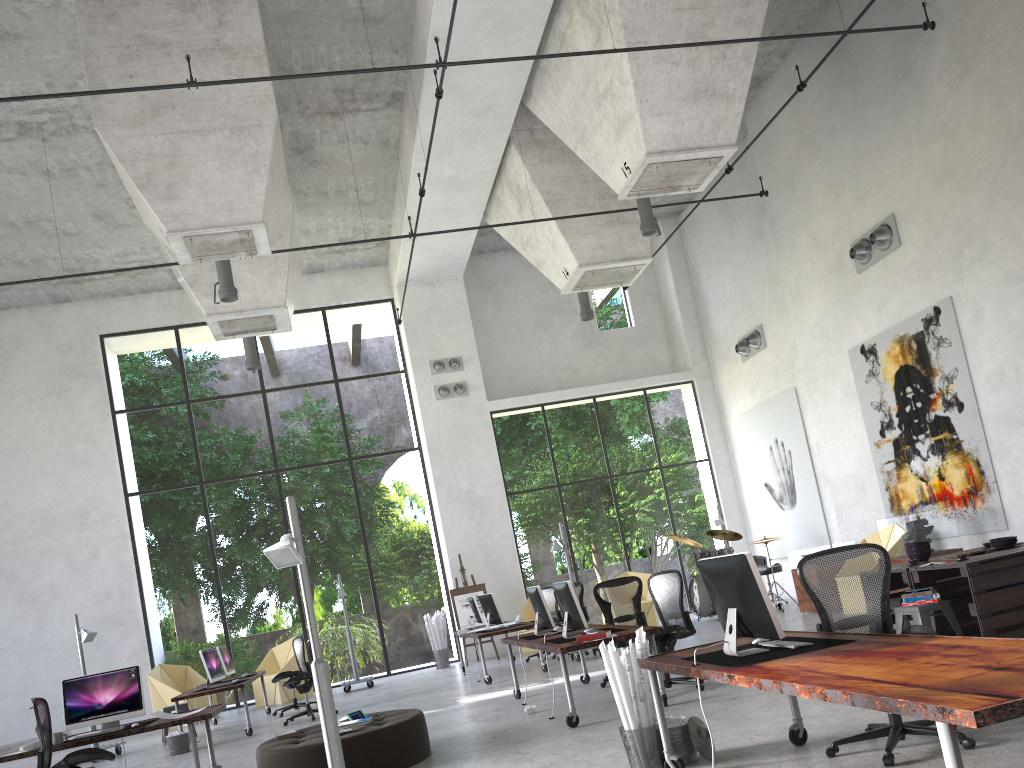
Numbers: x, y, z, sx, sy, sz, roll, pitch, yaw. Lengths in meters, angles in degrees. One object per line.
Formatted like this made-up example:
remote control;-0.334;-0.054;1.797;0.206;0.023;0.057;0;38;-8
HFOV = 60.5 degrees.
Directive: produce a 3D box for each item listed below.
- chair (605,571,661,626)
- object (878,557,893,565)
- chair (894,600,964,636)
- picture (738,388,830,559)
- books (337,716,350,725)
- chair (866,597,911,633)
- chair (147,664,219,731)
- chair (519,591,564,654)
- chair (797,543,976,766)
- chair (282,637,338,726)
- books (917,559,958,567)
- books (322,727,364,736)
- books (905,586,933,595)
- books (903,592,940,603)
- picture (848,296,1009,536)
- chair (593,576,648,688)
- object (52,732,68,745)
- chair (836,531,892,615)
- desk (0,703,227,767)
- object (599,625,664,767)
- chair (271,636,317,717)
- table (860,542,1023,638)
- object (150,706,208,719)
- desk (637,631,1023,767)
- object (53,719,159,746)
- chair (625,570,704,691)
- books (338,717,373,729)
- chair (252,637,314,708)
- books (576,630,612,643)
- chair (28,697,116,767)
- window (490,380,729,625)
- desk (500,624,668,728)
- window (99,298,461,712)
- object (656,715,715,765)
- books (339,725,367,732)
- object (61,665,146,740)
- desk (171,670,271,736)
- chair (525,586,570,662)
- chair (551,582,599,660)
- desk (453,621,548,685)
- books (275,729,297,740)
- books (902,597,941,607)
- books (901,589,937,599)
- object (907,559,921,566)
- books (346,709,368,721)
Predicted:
chair;2.325;4.186;16.895;0.983;1.153;0.947;-12;-8;7
object;3.669;1.761;8.634;0.100;0.108;0.133;-8;-10;-21
chair;3.611;2.152;7.632;0.434;0.482;0.430;-9;-9;-17
picture;5.195;1.821;16.912;0.020;2.975;2.389;-10;-8;-13
books;-1.543;3.103;8.106;0.201;0.034;0.285;-19;-15;33
chair;3.639;2.337;8.466;0.425;0.482;0.439;-15;-9;22
chair;-5.997;5.598;15.937;0.946;1.153;0.984;-15;-9;23
chair;0.645;4.563;17.103;0.998;1.153;0.932;-17;-10;36
chair;2.154;1.509;5.101;0.765;1.168;0.811;-8;-8;-23
chair;-3.012;4.257;12.698;0.787;1.168;0.789;-8;-8;-23
books;3.862;1.620;7.998;0.222;0.030;0.311;1;-17;-43
books;-1.429;2.941;7.435;0.300;0.031;0.224;-12;-13;3
books;3.557;1.805;7.676;0.208;0.025;0.144;-19;-15;33
books;3.568;1.864;7.669;0.287;0.033;0.199;-15;-13;19
picture;5.634;0.645;12.140;0.020;2.975;2.407;-10;-8;-13
chair;1.236;2.848;10.173;0.765;1.168;0.811;-7;-9;-28
object;-4.094;3.201;7.942;0.124;0.099;0.088;-14;-9;17
chair;5.132;2.595;12.337;0.929;1.153;1.002;-9;-9;-14
desk;-4.262;3.695;8.130;3.113;0.714;0.997;-9;-10;-12
object;0.798;2.041;5.679;0.320;0.924;0.345;-12;-6;6
chair;-3.555;4.704;14.189;0.786;1.168;0.789;-18;-10;41
table;4.444;1.972;8.210;1.498;0.783;1.640;-9;-11;-12
object;-3.154;3.104;8.317;0.468;0.084;0.446;-9;-13;-9
desk;1.589;1.637;4.142;0.959;0.712;3.208;-9;-12;-12
object;-3.791;3.256;8.200;0.845;0.008;0.704;-9;-13;-10
chair;1.473;2.470;8.721;0.788;1.168;0.787;-4;-10;-43
books;-1.384;2.989;7.738;0.284;0.033;0.201;-11;-12;1
chair;-4.361;5.444;16.665;0.997;1.153;0.934;-17;-10;33
books;0.736;2.258;7.860;0.288;0.051;0.204;-16;-13;20
chair;-3.677;3.180;7.414;0.787;1.168;0.788;-5;-9;-38
window;2.194;2.608;18.367;4.540;4.828;0.020;-9;-5;-12
desk;0.651;2.971;9.176;0.969;0.712;3.206;-9;-12;-12
window;-4.654;2.382;17.868;5.933;7.744;0.068;-10;-5;-12
object;1.109;2.308;5.727;0.404;0.294;0.295;-17;-11;31
books;-1.421;2.937;7.459;0.305;0.039;0.221;-16;-13;22
object;-3.844;2.983;8.228;0.711;0.545;0.385;-9;-8;-10
desk;-4.306;4.884;13.301;0.959;0.712;3.208;-9;-12;-12
chair;0.558;4.093;15.046;0.781;1.168;0.794;-15;-8;26
chair;0.898;3.893;14.459;0.809;1.168;0.767;-18;-10;41
desk;-0.226;4.263;14.083;0.969;0.712;3.206;-9;-12;-12
books;-2.051;3.176;7.956;0.173;0.032;0.261;-6;-13;-21
books;3.574;1.897;7.666;0.290;0.034;0.198;-19;-15;33
books;3.560;1.834;7.677;0.260;0.032;0.174;-21;-16;38
object;3.822;1.696;8.359;0.136;0.055;0.119;-5;-13;-26
books;-1.411;3.036;8.002;0.143;0.101;0.210;-6;-12;-27
